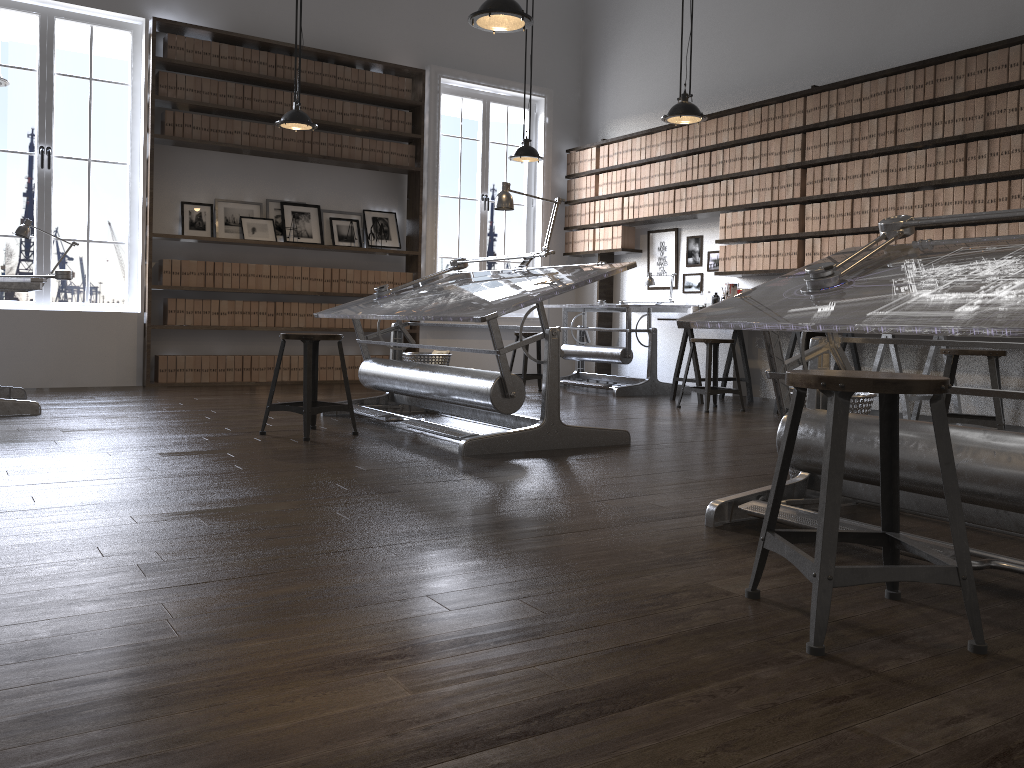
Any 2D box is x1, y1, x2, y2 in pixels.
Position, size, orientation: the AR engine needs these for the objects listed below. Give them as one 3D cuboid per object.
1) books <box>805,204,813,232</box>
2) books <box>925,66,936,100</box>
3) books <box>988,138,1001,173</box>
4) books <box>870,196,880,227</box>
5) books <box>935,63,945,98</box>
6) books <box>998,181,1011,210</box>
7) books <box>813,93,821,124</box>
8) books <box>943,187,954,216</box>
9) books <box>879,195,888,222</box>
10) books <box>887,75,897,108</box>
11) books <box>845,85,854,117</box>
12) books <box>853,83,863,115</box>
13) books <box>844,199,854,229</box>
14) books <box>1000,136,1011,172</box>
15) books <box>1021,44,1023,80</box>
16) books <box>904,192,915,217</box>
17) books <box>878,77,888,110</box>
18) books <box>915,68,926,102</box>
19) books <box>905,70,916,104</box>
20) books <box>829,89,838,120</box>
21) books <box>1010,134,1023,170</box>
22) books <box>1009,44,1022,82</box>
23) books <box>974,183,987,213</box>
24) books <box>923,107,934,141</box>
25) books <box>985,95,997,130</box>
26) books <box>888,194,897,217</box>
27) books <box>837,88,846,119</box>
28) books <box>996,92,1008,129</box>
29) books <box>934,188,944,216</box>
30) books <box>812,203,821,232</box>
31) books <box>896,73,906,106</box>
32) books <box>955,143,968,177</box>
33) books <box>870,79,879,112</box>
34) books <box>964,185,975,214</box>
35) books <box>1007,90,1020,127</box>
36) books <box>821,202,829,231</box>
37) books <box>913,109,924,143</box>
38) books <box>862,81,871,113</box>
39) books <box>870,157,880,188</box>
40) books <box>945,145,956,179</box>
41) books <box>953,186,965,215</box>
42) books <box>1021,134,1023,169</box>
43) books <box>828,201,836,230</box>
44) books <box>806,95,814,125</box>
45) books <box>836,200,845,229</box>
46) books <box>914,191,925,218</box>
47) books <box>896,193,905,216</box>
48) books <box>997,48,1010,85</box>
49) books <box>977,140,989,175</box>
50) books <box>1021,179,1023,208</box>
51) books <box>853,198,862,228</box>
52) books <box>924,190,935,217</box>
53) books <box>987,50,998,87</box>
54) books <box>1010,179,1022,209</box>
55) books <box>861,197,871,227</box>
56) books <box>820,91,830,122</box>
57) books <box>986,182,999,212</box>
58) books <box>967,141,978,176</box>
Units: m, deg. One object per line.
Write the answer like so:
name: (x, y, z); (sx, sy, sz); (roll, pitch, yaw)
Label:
books: (2.339, -1.262, 6.811); (0.174, 0.225, 0.067); (0, 2, -33)
books: (2.875, -2.021, 5.993); (0.174, 0.225, 0.067); (0, 2, -33)
books: (3.109, -1.436, 5.627); (0.174, 0.225, 0.067); (0, 2, -33)
books: (2.647, -1.221, 6.338); (0.174, 0.225, 0.067); (0, 2, -33)
books: (2.919, -2.015, 5.933); (0.174, 0.225, 0.067); (0, 2, -33)
books: (3.135, -1.155, 5.572); (0.174, 0.225, 0.067); (0, 2, -33)
books: (2.379, -2.087, 6.758); (0.174, 0.225, 0.067); (0, 2, -33)
books: (2.943, -1.181, 5.874); (0.174, 0.225, 0.067); (0, 2, -33)
books: (2.686, -1.216, 6.278); (0.174, 0.225, 0.067); (0, 2, -33)
books: (2.723, -2.042, 6.237); (0.174, 0.225, 0.067); (0, 2, -33)
books: (2.538, -2.067, 6.522); (0.174, 0.225, 0.067); (0, 2, -33)
books: (2.573, -2.062, 6.461); (0.174, 0.225, 0.067); (0, 2, -33)
books: (2.526, -1.237, 6.517); (0.174, 0.225, 0.067); (0, 2, -33)
books: (3.148, -1.431, 5.567); (0.174, 0.225, 0.067); (0, 2, -33)
books: (3.220, -1.974, 5.461); (0.174, 0.225, 0.067); (0, 2, -33)
books: (2.790, -1.201, 6.111); (0.174, 0.225, 0.067); (0, 2, -33)
books: (2.681, -2.047, 6.290); (0.174, 0.225, 0.067); (0, 2, -33)
books: (2.839, -2.026, 6.058); (0.174, 0.225, 0.067); (0, 2, -33)
books: (2.796, -2.031, 6.116); (0.174, 0.225, 0.067); (0, 2, -33)
books: (2.461, -2.077, 6.638); (0.174, 0.225, 0.067); (0, 2, -33)
books: (3.179, -1.426, 5.508); (0.174, 0.225, 0.067); (0, 2, -33)
books: (3.178, -1.980, 5.520); (0.174, 0.225, 0.067); (0, 2, -33)
books: (3.057, -1.166, 5.700); (0.174, 0.225, 0.067); (0, 2, -33)
books: (2.867, -1.744, 5.997); (0.174, 0.225, 0.067); (0, 2, -33)
books: (3.100, -1.713, 5.649); (0.174, 0.225, 0.067); (0, 2, -33)
books: (2.717, -1.211, 6.218); (0.174, 0.225, 0.067); (0, 2, -33)
books: (2.502, -2.072, 6.582); (0.174, 0.225, 0.067); (0, 2, -33)
books: (3.136, -1.708, 5.589); (0.174, 0.225, 0.067); (0, 2, -33)
books: (2.909, -1.186, 5.935); (0.174, 0.225, 0.067); (0, 2, -33)
books: (2.375, -1.257, 6.748); (0.174, 0.225, 0.067); (0, 2, -33)
books: (2.761, -2.037, 6.177); (0.174, 0.225, 0.067); (0, 2, -33)
books: (2.988, -1.452, 5.807); (0.174, 0.225, 0.067); (0, 2, -33)
books: (2.649, -2.052, 6.349); (0.174, 0.225, 0.067); (0, 2, -33)
books: (3.019, -1.170, 5.750); (0.174, 0.225, 0.067); (0, 2, -33)
books: (3.171, -1.703, 5.528); (0.174, 0.225, 0.067); (0, 2, -33)
books: (2.414, -1.252, 6.687); (0.174, 0.225, 0.067); (0, 2, -33)
books: (2.828, -1.749, 6.058); (0.174, 0.225, 0.067); (0, 2, -33)
books: (2.614, -2.056, 6.401); (0.174, 0.225, 0.067); (0, 2, -33)
books: (2.648, -1.498, 6.337); (0.174, 0.225, 0.067); (0, 2, -33)
books: (2.952, -1.458, 5.872); (0.174, 0.225, 0.067); (0, 2, -33)
books: (2.979, -1.175, 5.811); (0.174, 0.225, 0.067); (0, 2, -33)
books: (3.219, -1.421, 5.454); (0.174, 0.225, 0.067); (0, 2, -33)
books: (2.452, -1.247, 6.636); (0.174, 0.225, 0.067); (0, 2, -33)
books: (2.349, -2.092, 6.813); (0.174, 0.225, 0.067); (0, 2, -33)
books: (2.490, -1.242, 6.583); (0.174, 0.225, 0.067); (0, 2, -33)
books: (2.828, -1.196, 6.049); (0.174, 0.225, 0.067); (0, 2, -33)
books: (2.757, -1.206, 6.165); (0.174, 0.225, 0.067); (0, 2, -33)
books: (3.139, -1.985, 5.580); (0.174, 0.225, 0.067); (0, 2, -33)
books: (3.067, -1.442, 5.684); (0.174, 0.225, 0.067); (0, 2, -33)
books: (3.215, -1.144, 5.450); (0.174, 0.225, 0.067); (0, 2, -33)
books: (2.571, -1.232, 6.457); (0.174, 0.225, 0.067); (0, 2, -33)
books: (2.869, -1.191, 5.992); (0.174, 0.225, 0.067); (0, 2, -33)
books: (3.108, -1.990, 5.636); (0.174, 0.225, 0.067); (0, 2, -33)
books: (3.181, -1.149, 5.512); (0.174, 0.225, 0.067); (0, 2, -33)
books: (2.605, -1.226, 6.395); (0.174, 0.225, 0.067); (0, 2, -33)
books: (2.419, -2.082, 6.697); (0.174, 0.225, 0.067); (0, 2, -33)
books: (3.100, -1.160, 5.637); (0.174, 0.225, 0.067); (0, 2, -33)
books: (3.033, -1.447, 5.747); (0.174, 0.225, 0.067); (0, 2, -33)
